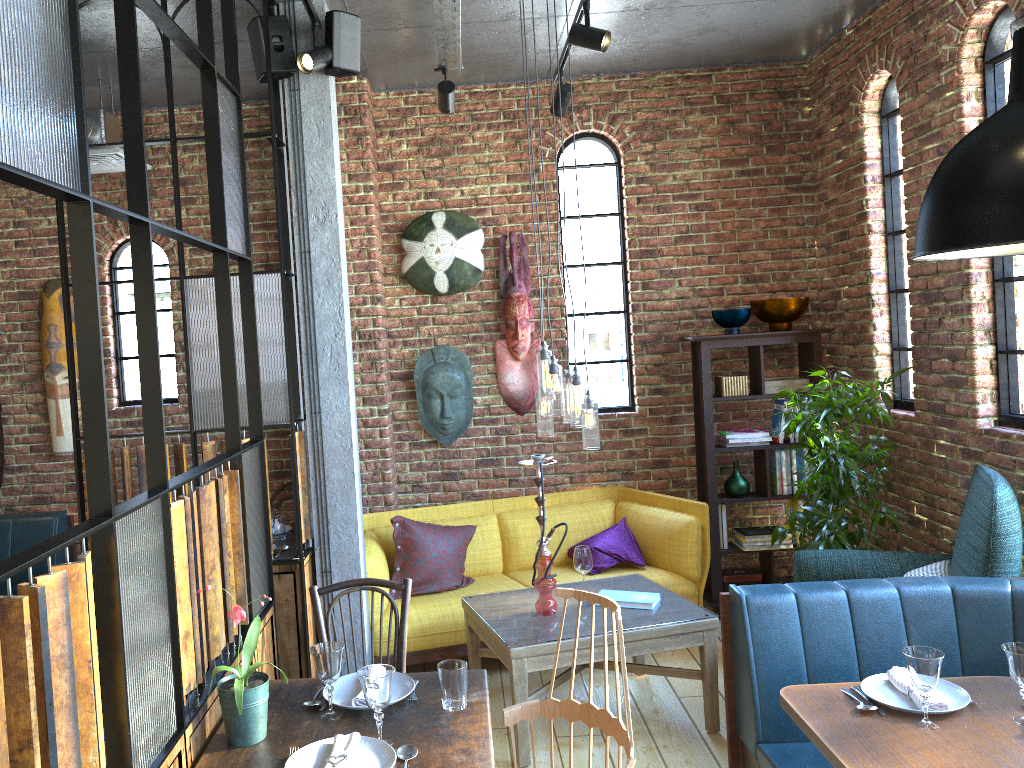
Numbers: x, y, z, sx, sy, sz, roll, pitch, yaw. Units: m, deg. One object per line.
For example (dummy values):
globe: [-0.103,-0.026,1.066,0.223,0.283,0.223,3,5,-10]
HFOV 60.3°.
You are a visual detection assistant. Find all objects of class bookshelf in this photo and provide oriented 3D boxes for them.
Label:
bookshelf: [1.489,0.528,5.262,0.818,1.666,0.316,-4,1,1]

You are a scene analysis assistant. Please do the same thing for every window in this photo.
window: [1.338,-0.512,3.031,3.291,2.427,8.915,-5,4,-35]

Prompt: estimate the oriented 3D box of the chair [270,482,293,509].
chair: [-1.370,1.084,5.298,0.453,0.920,0.532,-3,2,21]

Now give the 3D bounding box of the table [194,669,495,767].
table: [-0.409,1.285,2.376,0.752,0.726,0.750,-4,2,-1]

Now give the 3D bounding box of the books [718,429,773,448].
books: [1.391,0.325,5.260,0.270,0.080,0.178,-4,3,1]

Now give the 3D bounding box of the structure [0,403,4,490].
structure: [-3.350,0.454,5.585,0.261,0.654,0.160,-4,2,1]

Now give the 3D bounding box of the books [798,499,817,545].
books: [1.760,0.808,5.271,0.084,0.272,0.189,-4,2,-2]

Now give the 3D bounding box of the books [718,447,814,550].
books: [1.493,0.674,5.272,0.587,0.574,0.190,-4,2,0]

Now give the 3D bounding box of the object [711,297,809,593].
object: [1.497,0.383,5.244,0.605,1.759,0.329,-4,1,-5]

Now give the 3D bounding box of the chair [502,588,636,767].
chair: [0.115,1.114,2.416,0.434,1.005,0.557,-5,2,-29]

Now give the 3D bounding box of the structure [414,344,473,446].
structure: [-0.419,0.073,5.467,0.369,0.639,0.103,-4,1,3]

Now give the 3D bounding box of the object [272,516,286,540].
object: [-1.265,0.780,4.771,0.088,0.119,0.081,-2,2,31]

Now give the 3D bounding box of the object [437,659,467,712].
object: [-0.163,0.840,2.455,0.083,0.119,0.086,-4,2,-11]

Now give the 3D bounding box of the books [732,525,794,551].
books: [1.495,0.918,5.253,0.304,0.088,0.244,-4,3,2]

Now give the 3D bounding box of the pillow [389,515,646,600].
pillow: [0.000,0.892,4.987,1.471,0.453,0.407,-4,2,-11]

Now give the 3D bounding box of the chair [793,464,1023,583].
chair: [1.498,0.905,3.637,1.068,1.096,0.780,-3,2,24]

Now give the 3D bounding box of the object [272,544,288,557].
object: [-1.310,0.836,4.461,0.327,0.051,0.268,-3,3,3]

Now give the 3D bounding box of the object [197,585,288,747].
object: [-0.711,0.729,2.349,0.145,0.426,0.199,-3,2,33]

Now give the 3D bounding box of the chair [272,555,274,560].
chair: [-1.267,1.106,4.130,0.525,1.005,0.460,-4,2,-14]

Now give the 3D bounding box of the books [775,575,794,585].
books: [1.685,1.206,5.270,0.239,0.072,0.207,-4,3,-11]

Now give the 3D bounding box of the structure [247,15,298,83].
structure: [-1.076,-1.492,3.934,0.178,0.267,0.172,-5,2,-28]

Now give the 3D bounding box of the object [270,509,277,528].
object: [-1.271,0.755,4.597,0.101,0.191,0.095,-3,2,20]

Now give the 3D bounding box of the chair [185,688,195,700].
chair: [-1.154,1.226,2.538,0.565,0.920,0.426,-3,2,17]

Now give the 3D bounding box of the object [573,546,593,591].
object: [0.336,0.879,4.133,0.095,0.228,0.087,-2,2,37]

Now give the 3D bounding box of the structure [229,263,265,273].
structure: [-1.684,-0.399,5.508,0.590,0.726,0.127,-4,1,2]

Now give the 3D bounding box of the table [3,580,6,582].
table: [-3.181,1.396,4.681,0.745,0.602,0.744,-4,3,-1]

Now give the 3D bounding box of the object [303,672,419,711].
object: [-0.435,0.886,2.574,0.327,0.051,0.268,-3,3,3]

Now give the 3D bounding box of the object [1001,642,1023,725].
object: [1.335,0.783,2.291,0.102,0.191,0.094,-3,2,29]

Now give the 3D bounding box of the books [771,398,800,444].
books: [1.622,0.221,5.268,0.124,0.258,0.163,-4,2,-1]

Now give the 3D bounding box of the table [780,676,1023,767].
table: [1.251,1.241,1.842,0.823,0.660,1.541,-4,3,-2]

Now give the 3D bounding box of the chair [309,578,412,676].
chair: [-0.476,1.161,2.907,0.402,0.914,0.526,-4,2,-7]

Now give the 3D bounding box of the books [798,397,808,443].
books: [1.725,0.215,5.255,0.079,0.257,0.178,-4,2,-2]

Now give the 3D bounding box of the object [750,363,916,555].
object: [1.620,0.640,4.401,0.704,1.527,0.886,-4,2,-22]

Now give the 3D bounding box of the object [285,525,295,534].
object: [-1.386,0.815,4.924,0.327,0.051,0.268,-3,3,3]

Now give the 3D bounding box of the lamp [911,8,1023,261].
lamp: [1.084,-0.944,1.800,0.544,1.325,0.515,-3,2,17]

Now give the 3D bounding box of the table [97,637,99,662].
table: [-1.775,1.349,2.793,0.728,0.727,1.031,-4,3,-1]

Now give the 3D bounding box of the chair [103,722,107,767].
chair: [-1.369,1.213,3.005,0.510,0.914,0.415,-4,2,-15]

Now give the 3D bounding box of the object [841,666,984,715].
object: [1.107,0.858,2.467,0.327,0.051,0.268,-3,3,3]

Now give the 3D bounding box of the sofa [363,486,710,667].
sofa: [0.030,1.092,4.956,1.950,0.762,0.809,-4,2,-15]

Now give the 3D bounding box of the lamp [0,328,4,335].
lamp: [-1.912,-0.803,2.724,0.540,1.325,0.519,-3,2,12]

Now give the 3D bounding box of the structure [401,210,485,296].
structure: [-0.429,-0.809,5.446,0.532,0.520,0.147,-4,2,2]

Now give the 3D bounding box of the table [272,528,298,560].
table: [-1.362,1.215,4.702,0.752,0.726,0.750,-4,2,-1]

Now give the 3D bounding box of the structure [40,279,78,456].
structure: [-2.860,-0.108,5.559,0.232,1.119,0.093,-4,1,1]

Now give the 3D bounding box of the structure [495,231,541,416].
structure: [0.032,-0.369,5.494,0.237,1.145,0.216,-2,2,45]

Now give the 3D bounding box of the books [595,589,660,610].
books: [0.519,0.975,3.994,0.283,0.028,0.155,-2,3,24]

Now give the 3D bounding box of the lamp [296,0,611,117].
lamp: [-2.594,-1.237,1.880,6.273,0.273,7.230,-4,3,-1]

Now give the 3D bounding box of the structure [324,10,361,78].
structure: [-0.773,-1.510,3.921,0.193,0.267,0.158,-2,3,40]

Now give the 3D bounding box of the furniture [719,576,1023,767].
furniture: [1.519,1.143,1.821,1.366,0.821,2.614,-4,3,-2]

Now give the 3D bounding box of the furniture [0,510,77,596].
furniture: [-3.449,1.289,4.911,1.445,0.821,1.492,-4,3,-1]

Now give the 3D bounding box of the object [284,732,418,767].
object: [-0.397,0.909,2.128,0.327,0.051,0.268,-3,3,3]

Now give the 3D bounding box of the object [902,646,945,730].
object: [1.082,0.798,2.310,0.102,0.191,0.094,-3,2,29]

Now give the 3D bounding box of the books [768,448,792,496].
books: [1.597,0.517,5.266,0.085,0.272,0.173,-4,2,-2]

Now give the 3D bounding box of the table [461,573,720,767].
table: [0.330,1.256,3.997,0.915,0.508,0.768,-4,3,-15]

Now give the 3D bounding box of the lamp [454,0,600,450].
lamp: [0.070,-0.747,4.011,0.521,2.118,0.278,-3,2,25]

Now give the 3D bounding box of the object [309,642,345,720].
object: [-0.508,0.827,2.449,0.095,0.191,0.102,-4,2,-25]

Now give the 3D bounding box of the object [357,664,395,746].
object: [-0.341,0.827,2.252,0.094,0.191,0.103,-5,2,-43]

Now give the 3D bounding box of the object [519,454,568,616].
object: [0.143,0.668,3.866,0.167,0.703,0.264,-4,2,-10]

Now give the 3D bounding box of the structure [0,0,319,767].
structure: [-2.898,0.188,1.641,5.890,3.323,5.996,-4,3,-17]
